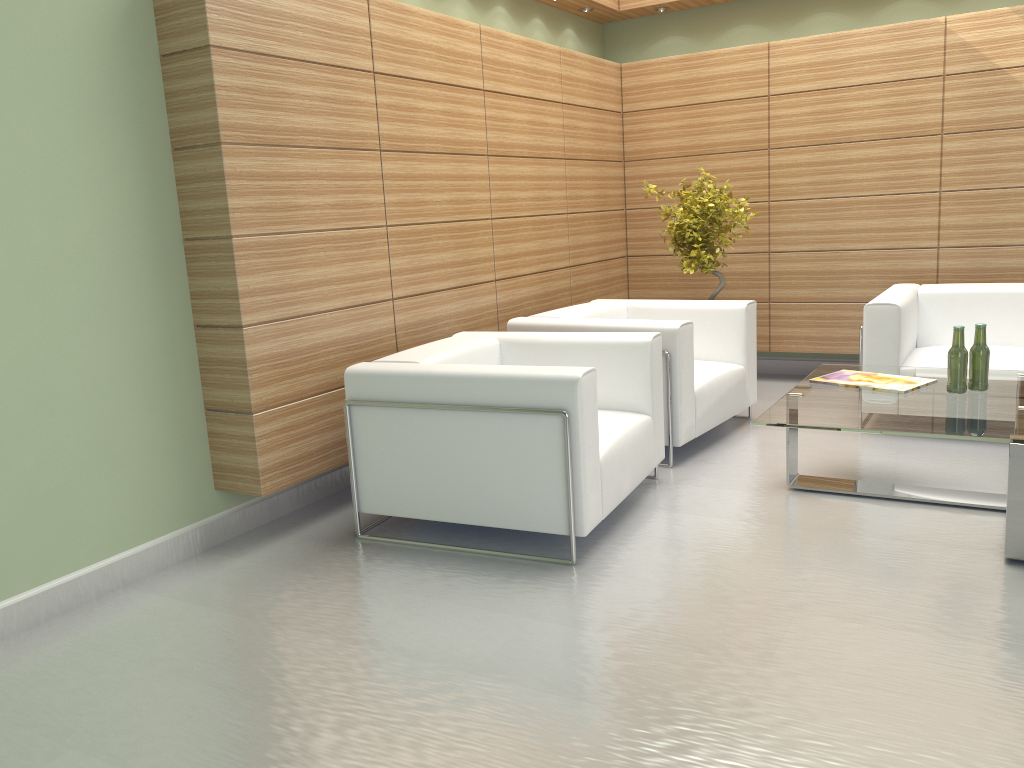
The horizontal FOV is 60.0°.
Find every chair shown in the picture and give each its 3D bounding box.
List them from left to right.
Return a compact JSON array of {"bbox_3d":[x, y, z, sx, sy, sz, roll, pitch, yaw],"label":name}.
[{"bbox_3d":[0.044,0.336,6.631,1.802,1.234,1.894,2,12,25],"label":"chair"},{"bbox_3d":[1.225,-0.113,8.583,1.769,1.234,1.894,4,13,35],"label":"chair"},{"bbox_3d":[4.412,-0.259,8.363,1.894,1.234,1.802,3,13,30],"label":"chair"}]

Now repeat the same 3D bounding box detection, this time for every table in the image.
[{"bbox_3d":[2.914,0.440,6.370,1.783,0.742,2.197,3,13,30],"label":"table"}]

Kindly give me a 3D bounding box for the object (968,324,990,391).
[{"bbox_3d":[3.313,-0.189,6.286,0.131,0.475,0.131,-4,11,-4],"label":"object"}]

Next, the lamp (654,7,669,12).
[{"bbox_3d":[1.812,-4.568,10.751,0.181,0.074,0.181,2,12,25],"label":"lamp"}]

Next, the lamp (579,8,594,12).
[{"bbox_3d":[0.882,-4.471,10.536,0.181,0.074,0.181,-1,11,14],"label":"lamp"}]

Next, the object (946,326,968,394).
[{"bbox_3d":[3.141,-0.172,6.249,0.131,0.475,0.131,-4,11,-4],"label":"object"}]

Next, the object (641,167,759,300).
[{"bbox_3d":[2.042,-1.087,9.812,1.201,2.565,1.116,-4,11,-1],"label":"object"}]

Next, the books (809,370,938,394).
[{"bbox_3d":[2.750,-0.022,6.778,0.508,0.025,0.762,-12,14,-38],"label":"books"}]
